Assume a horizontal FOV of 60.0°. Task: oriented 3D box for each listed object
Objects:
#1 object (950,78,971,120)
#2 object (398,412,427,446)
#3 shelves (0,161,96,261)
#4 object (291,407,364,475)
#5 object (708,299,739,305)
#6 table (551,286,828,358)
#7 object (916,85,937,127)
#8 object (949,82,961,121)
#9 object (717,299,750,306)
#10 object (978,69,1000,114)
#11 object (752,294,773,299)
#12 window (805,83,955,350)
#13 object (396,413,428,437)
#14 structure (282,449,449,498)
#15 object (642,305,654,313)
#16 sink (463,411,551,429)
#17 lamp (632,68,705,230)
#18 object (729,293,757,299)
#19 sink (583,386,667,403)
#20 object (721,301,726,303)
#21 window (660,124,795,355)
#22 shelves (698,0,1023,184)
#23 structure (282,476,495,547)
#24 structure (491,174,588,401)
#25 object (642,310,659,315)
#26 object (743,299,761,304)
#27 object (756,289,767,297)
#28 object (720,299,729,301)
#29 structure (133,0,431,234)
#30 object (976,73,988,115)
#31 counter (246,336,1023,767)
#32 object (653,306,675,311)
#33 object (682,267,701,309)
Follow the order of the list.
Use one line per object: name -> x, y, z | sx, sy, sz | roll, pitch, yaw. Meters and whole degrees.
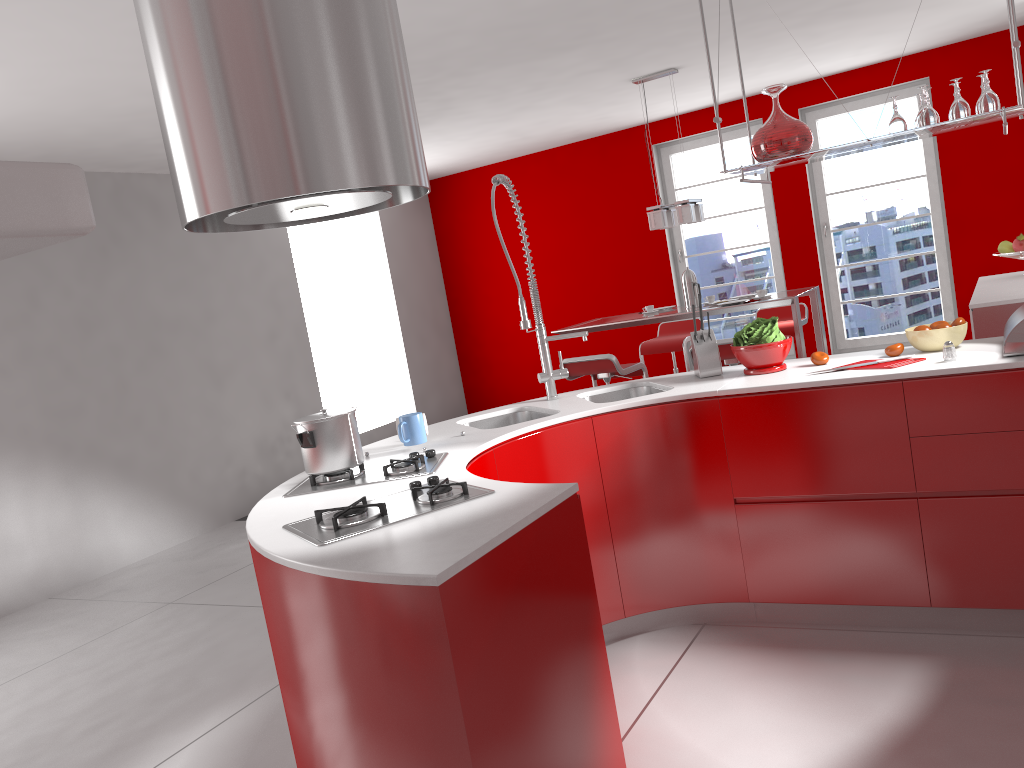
object -> 1.447, -0.915, 2.873 | 0.060, 0.141, 0.060 | -6, 7, 30
object -> -0.336, 0.154, 2.986 | 0.080, 0.100, 0.109 | -10, 6, 3
shelves -> -0.889, 0.173, 0.464 | 1.735, 2.599, 0.535 | -6, 7, 30
object -> -0.552, 0.165, 2.686 | 0.189, 0.185, 0.218 | -11, 6, -7
object -> 1.437, -0.555, 6.033 | 0.217, 0.015, 0.217 | -13, 7, -22
table -> 1.286, -0.036, 6.270 | 1.700, 1.000, 0.800 | -6, 7, 30
object -> 1.352, -0.902, 2.901 | 0.060, 0.141, 0.060 | -6, 7, 30
object -> 1.490, -0.933, 2.966 | 0.060, 0.141, 0.060 | -9, 6, 7
object -> 1.440, -0.526, 5.772 | 0.217, 0.015, 0.217 | -13, 7, -23
object -> 1.505, -0.918, 2.804 | 0.060, 0.141, 0.060 | -6, 7, 30
object -> 1.652, -0.573, 5.861 | 0.119, 0.016, 0.119 | -15, 8, -40
window -> 3.059, -1.341, 7.377 | 0.938, 2.038, 0.117 | -6, 7, 30
object -> -0.352, 0.152, 3.115 | 0.100, 0.080, 0.109 | -10, 6, 0
structure -> -0.436, 0.257, 2.685 | 0.457, 0.037, 0.303 | -9, 6, 5
object -> 0.986, -0.536, 6.375 | 0.062, 0.049, 0.078 | -15, 8, -37
sink -> -0.002, 0.229, 3.395 | 0.326, 0.172, 0.428 | -12, 7, -21
lamp -> 1.057, -1.595, 6.070 | 0.304, 1.025, 0.304 | -6, 7, 30
object -> 1.638, -0.614, 6.247 | 0.217, 0.015, 0.217 | -9, 6, 6
sink -> 0.459, 0.134, 3.518 | 0.326, 0.172, 0.428 | -11, 6, -9
object -> 1.431, -0.554, 5.997 | 0.034, 0.006, 0.036 | -8, 7, 18
window -> 1.941, -1.214, 8.029 | 0.938, 2.038, 0.117 | -6, 7, 30
shelves -> 1.150, -1.274, 2.988 | 0.934, 1.023, 0.462 | -6, 7, 30
structure -> -0.306, 0.291, 2.168 | 0.457, 0.037, 0.303 | -14, 7, -30
structure -> 0.100, -0.383, 3.537 | 0.308, 0.920, 0.178 | -12, 6, -16
object -> 0.995, -0.513, 6.372 | 0.119, 0.016, 0.119 | -9, 6, 10
object -> 1.556, -0.537, 5.697 | 0.095, 0.012, 0.234 | -6, 7, 30
object -> 1.654, -0.597, 5.854 | 0.078, 0.049, 0.062 | -7, 7, 30
object -> 1.520, -0.599, 6.320 | 0.095, 0.012, 0.234 | -7, 7, 29
structure -> -0.613, -0.918, 2.281 | 0.644, 0.958, 0.644 | -10, 6, -3
object -> 1.537, -0.932, 2.883 | 0.060, 0.141, 0.060 | -6, 7, 30
counter -> 0.602, 0.506, 3.007 | 2.865, 0.880, 1.868 | -13, 7, -26
object -> 1.105, -0.553, 6.551 | 0.217, 0.015, 0.217 | -14, 8, -36
object -> 1.249, -0.671, 6.128 | 0.149, 0.287, 0.113 | -5, 8, 38
